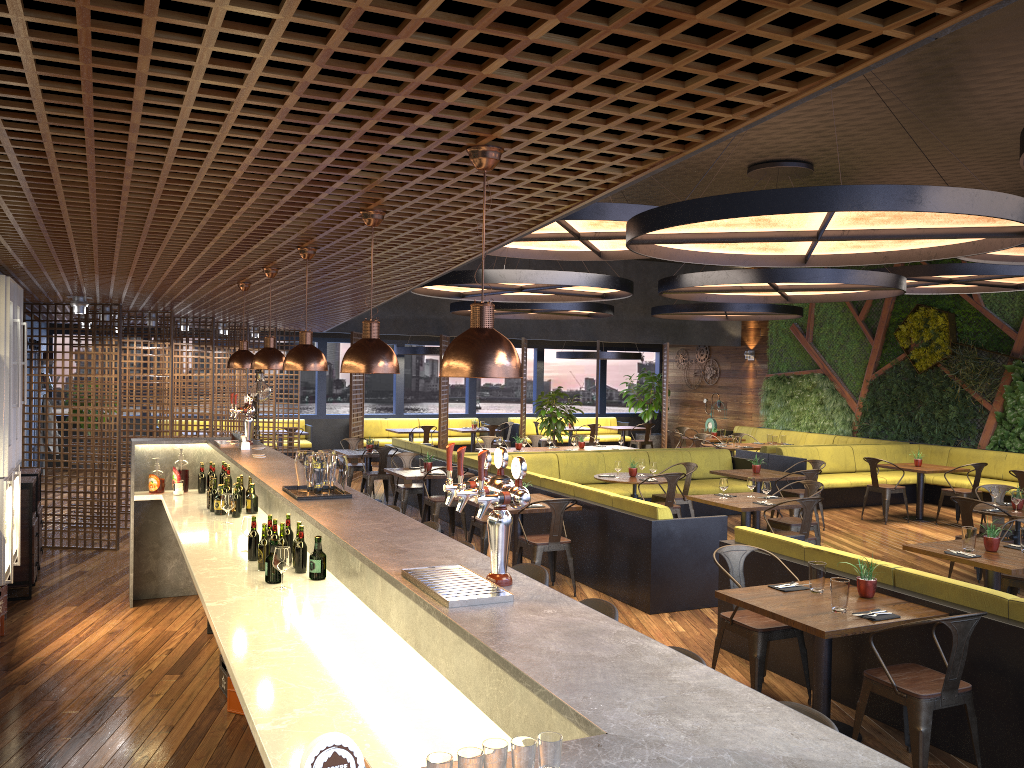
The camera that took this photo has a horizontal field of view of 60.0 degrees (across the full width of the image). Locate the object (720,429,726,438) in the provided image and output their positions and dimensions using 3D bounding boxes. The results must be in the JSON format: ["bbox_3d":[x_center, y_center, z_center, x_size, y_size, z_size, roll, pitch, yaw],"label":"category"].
[{"bbox_3d":[4.255,1.002,17.898,0.102,0.178,0.102,1,1,11],"label":"object"}]

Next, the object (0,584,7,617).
[{"bbox_3d":[-3.764,1.561,6.221,0.277,0.206,0.416,1,1,-11],"label":"object"}]

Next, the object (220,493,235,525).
[{"bbox_3d":[-1.996,0.875,6.219,0.097,0.206,0.097,1,1,6],"label":"object"}]

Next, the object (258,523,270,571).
[{"bbox_3d":[-1.347,0.884,4.820,0.063,0.254,0.063,1,1,-22],"label":"object"}]

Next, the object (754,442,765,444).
[{"bbox_3d":[4.627,1.108,16.608,0.157,0.019,0.255,1,1,-25],"label":"object"}]

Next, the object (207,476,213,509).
[{"bbox_3d":[-2.321,0.836,6.842,0.063,0.254,0.063,1,1,17],"label":"object"}]

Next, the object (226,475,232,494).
[{"bbox_3d":[-2.211,0.837,6.903,0.063,0.254,0.063,2,1,37],"label":"object"}]

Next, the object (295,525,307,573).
[{"bbox_3d":[-1.136,0.889,4.779,0.063,0.254,0.063,1,1,-18],"label":"object"}]

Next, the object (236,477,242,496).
[{"bbox_3d":[-2.102,0.840,6.804,0.063,0.254,0.063,1,1,-22],"label":"object"}]

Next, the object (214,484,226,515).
[{"bbox_3d":[-2.163,0.857,6.582,0.088,0.224,0.088,1,1,20],"label":"object"}]

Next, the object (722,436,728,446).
[{"bbox_3d":[3.819,1.024,15.931,0.102,0.178,0.102,0,1,-39],"label":"object"}]

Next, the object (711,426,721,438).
[{"bbox_3d":[4.078,0.952,17.883,0.238,0.271,0.260,1,1,-3],"label":"object"}]

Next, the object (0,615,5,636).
[{"bbox_3d":[-4.022,1.774,6.734,0.277,0.206,0.416,0,1,-32],"label":"object"}]

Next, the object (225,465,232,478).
[{"bbox_3d":[-2.444,0.822,7.632,0.063,0.254,0.063,1,1,3],"label":"object"}]

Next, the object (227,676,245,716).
[{"bbox_3d":[-1.445,1.843,5.293,0.416,0.206,0.277,1,1,25],"label":"object"}]

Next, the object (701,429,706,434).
[{"bbox_3d":[3.869,0.994,17.916,0.102,0.178,0.102,0,1,-39],"label":"object"}]

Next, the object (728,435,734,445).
[{"bbox_3d":[3.998,1.024,16.179,0.102,0.178,0.102,0,1,-39],"label":"object"}]

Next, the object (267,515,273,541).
[{"bbox_3d":[-1.394,0.880,5.103,0.063,0.254,0.063,2,1,37],"label":"object"}]

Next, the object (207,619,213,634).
[{"bbox_3d":[-2.246,1.802,6.996,0.277,0.206,0.416,1,1,-15],"label":"object"}]

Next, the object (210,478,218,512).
[{"bbox_3d":[-2.252,0.839,6.707,0.063,0.254,0.063,2,1,28],"label":"object"}]

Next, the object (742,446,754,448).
[{"bbox_3d":[4.134,1.113,15.695,0.255,0.019,0.157,1,1,-25],"label":"object"}]

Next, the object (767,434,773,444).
[{"bbox_3d":[4.809,1.033,16.555,0.102,0.178,0.102,0,1,-39],"label":"object"}]

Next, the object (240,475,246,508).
[{"bbox_3d":[-2.115,0.838,6.928,0.063,0.254,0.063,1,1,-28],"label":"object"}]

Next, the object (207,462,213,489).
[{"bbox_3d":[-2.663,0.815,7.842,0.063,0.254,0.063,1,1,17],"label":"object"}]

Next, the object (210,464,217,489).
[{"bbox_3d":[-2.588,0.818,7.690,0.063,0.254,0.063,0,1,-33],"label":"object"}]

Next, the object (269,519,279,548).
[{"bbox_3d":[-1.327,0.882,4.961,0.063,0.254,0.063,0,1,-33],"label":"object"}]

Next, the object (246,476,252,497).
[{"bbox_3d":[-2.021,0.841,6.842,0.063,0.254,0.063,2,1,37],"label":"object"}]

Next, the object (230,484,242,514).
[{"bbox_3d":[-2.069,0.858,6.643,0.088,0.224,0.088,1,1,5],"label":"object"}]

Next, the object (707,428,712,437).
[{"bbox_3d":[4.022,0.995,18.072,0.102,0.178,0.102,1,1,11],"label":"object"}]

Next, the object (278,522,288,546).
[{"bbox_3d":[-1.259,0.885,4.856,0.063,0.254,0.063,1,1,3],"label":"object"}]

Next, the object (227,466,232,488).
[{"bbox_3d":[-2.404,0.825,7.520,0.063,0.254,0.063,2,1,37],"label":"object"}]

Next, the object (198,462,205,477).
[{"bbox_3d":[-2.723,0.815,7.781,0.063,0.254,0.063,0,1,-33],"label":"object"}]

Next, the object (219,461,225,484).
[{"bbox_3d":[-2.567,0.816,7.884,0.063,0.254,0.063,2,1,37],"label":"object"}]

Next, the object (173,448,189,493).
[{"bbox_3d":[-2.868,0.747,7.685,0.133,0.385,0.133,1,1,14],"label":"object"}]

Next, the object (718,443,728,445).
[{"bbox_3d":[3.866,1.100,16.255,0.157,0.019,0.255,1,1,-25],"label":"object"}]

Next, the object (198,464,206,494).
[{"bbox_3d":[-2.677,0.817,7.661,0.063,0.254,0.063,0,1,-38],"label":"object"}]

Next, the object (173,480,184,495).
[{"bbox_3d":[-2.838,0.881,7.545,0.088,0.123,0.088,1,1,-19],"label":"object"}]

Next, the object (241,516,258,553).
[{"bbox_3d":[-1.573,0.897,5.307,0.097,0.206,0.097,1,1,24],"label":"object"}]

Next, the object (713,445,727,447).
[{"bbox_3d":[3.696,1.104,15.819,0.157,0.019,0.255,1,1,-25],"label":"object"}]

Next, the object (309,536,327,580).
[{"bbox_3d":[-1.015,0.908,4.638,0.088,0.224,0.088,2,1,30],"label":"object"}]

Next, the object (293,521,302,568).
[{"bbox_3d":[-1.176,0.886,4.895,0.063,0.254,0.063,1,1,3],"label":"object"}]

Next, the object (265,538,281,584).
[{"bbox_3d":[-1.220,0.906,4.547,0.088,0.224,0.088,1,1,5],"label":"object"}]

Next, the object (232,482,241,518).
[{"bbox_3d":[-2.014,0.847,6.480,0.063,0.254,0.063,0,1,-37],"label":"object"}]

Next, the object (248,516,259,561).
[{"bbox_3d":[-1.474,0.879,5.059,0.063,0.254,0.063,1,1,-28],"label":"object"}]

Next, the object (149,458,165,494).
[{"bbox_3d":[-3.057,0.786,7.638,0.133,0.301,0.133,1,1,-19],"label":"object"}]

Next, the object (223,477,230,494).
[{"bbox_3d":[-2.185,0.840,6.756,0.063,0.254,0.063,1,1,3],"label":"object"}]

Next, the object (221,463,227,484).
[{"bbox_3d":[-2.506,0.818,7.752,0.063,0.254,0.063,2,1,37],"label":"object"}]

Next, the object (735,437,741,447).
[{"bbox_3d":[4.022,1.030,15.816,0.102,0.178,0.102,1,1,11],"label":"object"}]

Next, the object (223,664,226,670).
[{"bbox_3d":[-1.812,1.811,5.652,0.056,0.205,0.057,0,1,-33],"label":"object"}]

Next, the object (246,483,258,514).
[{"bbox_3d":[-1.953,0.860,6.665,0.088,0.224,0.088,1,1,-30],"label":"object"}]

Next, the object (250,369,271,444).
[{"bbox_3d":[-2.652,0.289,9.254,0.263,0.944,0.566,0,1,-32],"label":"object"}]

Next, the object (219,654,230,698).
[{"bbox_3d":[-1.624,1.834,5.648,0.416,0.206,0.277,1,1,-30],"label":"object"}]
